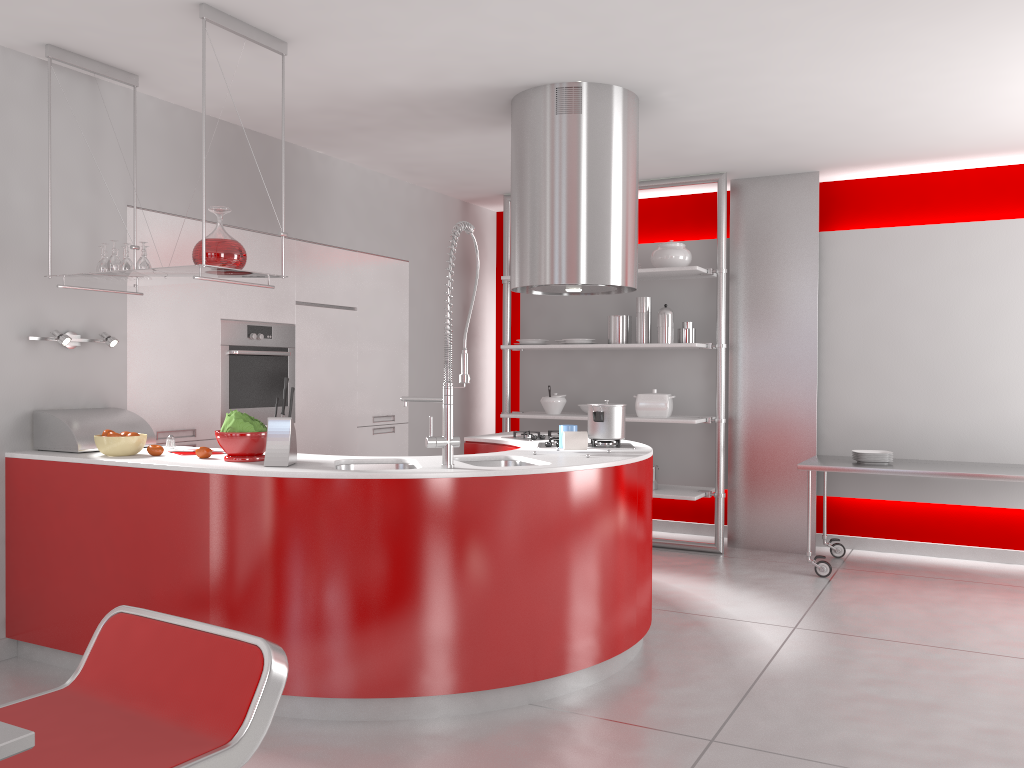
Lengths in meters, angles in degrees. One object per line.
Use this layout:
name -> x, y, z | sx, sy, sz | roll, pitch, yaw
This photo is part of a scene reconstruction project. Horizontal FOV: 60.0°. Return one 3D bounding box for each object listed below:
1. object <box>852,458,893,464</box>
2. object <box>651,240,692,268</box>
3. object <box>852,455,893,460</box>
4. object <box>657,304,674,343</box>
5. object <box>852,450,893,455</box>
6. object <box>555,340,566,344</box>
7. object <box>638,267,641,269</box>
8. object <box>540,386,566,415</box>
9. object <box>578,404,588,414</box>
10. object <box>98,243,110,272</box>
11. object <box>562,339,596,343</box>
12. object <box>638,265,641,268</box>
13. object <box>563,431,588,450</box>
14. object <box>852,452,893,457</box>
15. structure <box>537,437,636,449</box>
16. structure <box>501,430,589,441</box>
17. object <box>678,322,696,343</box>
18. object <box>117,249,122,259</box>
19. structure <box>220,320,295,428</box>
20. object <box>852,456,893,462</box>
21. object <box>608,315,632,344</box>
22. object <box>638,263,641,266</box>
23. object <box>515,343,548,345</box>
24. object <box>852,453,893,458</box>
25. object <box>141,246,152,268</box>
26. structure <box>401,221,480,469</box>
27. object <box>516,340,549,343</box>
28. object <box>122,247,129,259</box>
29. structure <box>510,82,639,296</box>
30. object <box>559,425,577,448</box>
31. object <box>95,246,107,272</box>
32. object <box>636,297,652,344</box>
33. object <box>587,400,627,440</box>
object -> 2.228, 0.479, 5.486 | 0.228, 0.020, 0.228 | 0, 1, 10
object -> 1.121, -0.897, 6.239 | 0.287, 0.222, 0.287 | 0, 1, -18
object -> 2.228, 0.459, 5.486 | 0.228, 0.020, 0.228 | 0, 1, 10
object -> 1.054, -0.412, 6.085 | 0.115, 0.274, 0.115 | 1, 1, 21
object -> 2.228, 0.428, 5.486 | 0.228, 0.020, 0.228 | 0, 1, 10
object -> 0.444, -0.306, 6.703 | 0.244, 0.042, 0.244 | 1, 1, 20
object -> 0.807, -0.820, 6.367 | 0.200, 0.030, 0.200 | 1, 1, 28
object -> 0.308, 0.117, 6.580 | 0.192, 0.214, 0.192 | 0, 1, 14
object -> 0.623, 0.190, 6.581 | 0.272, 0.072, 0.272 | 0, 1, -8
object -> -1.731, -0.526, 3.777 | 0.060, 0.141, 0.060 | 0, 1, 5
object -> 0.484, -0.302, 6.415 | 0.244, 0.042, 0.244 | 0, 1, 12
object -> 0.807, -0.835, 6.367 | 0.200, 0.030, 0.200 | 1, 1, 28
object -> 0.270, 0.242, 3.804 | 0.100, 0.080, 0.109 | 0, 1, -2
object -> 2.228, 0.438, 5.486 | 0.228, 0.020, 0.228 | 0, 1, 10
structure -> 0.352, 0.279, 4.245 | 0.457, 0.037, 0.303 | 0, 1, 3
structure -> 0.208, 0.272, 4.759 | 0.457, 0.037, 0.303 | 0, 1, -32
object -> 1.223, -0.354, 6.209 | 0.127, 0.157, 0.127 | 1, 1, 38
object -> -1.750, -0.528, 3.939 | 0.060, 0.141, 0.060 | 1, 1, 28
structure -> -1.439, -0.059, 5.099 | 0.050, 0.589, 0.599 | 1, 1, 28
object -> 2.228, 0.469, 5.486 | 0.228, 0.020, 0.228 | 0, 1, 10
object -> 0.765, -0.383, 6.343 | 0.184, 0.205, 0.172 | 1, 1, 33
object -> 0.808, -0.850, 6.367 | 0.200, 0.030, 0.200 | 1, 1, 28
object -> 0.154, -0.292, 6.606 | 0.280, 0.015, 0.280 | 0, 1, -25
object -> 2.228, 0.448, 5.486 | 0.228, 0.020, 0.228 | 0, 1, 10
object -> -1.592, -0.526, 3.848 | 0.060, 0.141, 0.060 | 1, 1, 28
structure -> -0.246, -0.153, 3.308 | 0.308, 0.920, 0.178 | 0, 1, -19
object -> 0.154, -0.306, 6.606 | 0.244, 0.042, 0.244 | 0, 1, 12
object -> -1.690, -0.527, 3.872 | 0.060, 0.141, 0.060 | 1, 1, 28
structure -> 0.316, -0.949, 4.501 | 0.644, 0.958, 0.644 | 0, 1, -6
object -> 0.248, 0.232, 3.932 | 0.080, 0.100, 0.109 | 0, 1, 1
object -> -1.781, -0.527, 3.859 | 0.060, 0.141, 0.060 | 1, 1, 28
object -> 0.923, -0.441, 6.210 | 0.109, 0.329, 0.110 | 1, 1, 26
object -> 0.451, 0.170, 4.235 | 0.189, 0.185, 0.218 | 0, 1, -10
